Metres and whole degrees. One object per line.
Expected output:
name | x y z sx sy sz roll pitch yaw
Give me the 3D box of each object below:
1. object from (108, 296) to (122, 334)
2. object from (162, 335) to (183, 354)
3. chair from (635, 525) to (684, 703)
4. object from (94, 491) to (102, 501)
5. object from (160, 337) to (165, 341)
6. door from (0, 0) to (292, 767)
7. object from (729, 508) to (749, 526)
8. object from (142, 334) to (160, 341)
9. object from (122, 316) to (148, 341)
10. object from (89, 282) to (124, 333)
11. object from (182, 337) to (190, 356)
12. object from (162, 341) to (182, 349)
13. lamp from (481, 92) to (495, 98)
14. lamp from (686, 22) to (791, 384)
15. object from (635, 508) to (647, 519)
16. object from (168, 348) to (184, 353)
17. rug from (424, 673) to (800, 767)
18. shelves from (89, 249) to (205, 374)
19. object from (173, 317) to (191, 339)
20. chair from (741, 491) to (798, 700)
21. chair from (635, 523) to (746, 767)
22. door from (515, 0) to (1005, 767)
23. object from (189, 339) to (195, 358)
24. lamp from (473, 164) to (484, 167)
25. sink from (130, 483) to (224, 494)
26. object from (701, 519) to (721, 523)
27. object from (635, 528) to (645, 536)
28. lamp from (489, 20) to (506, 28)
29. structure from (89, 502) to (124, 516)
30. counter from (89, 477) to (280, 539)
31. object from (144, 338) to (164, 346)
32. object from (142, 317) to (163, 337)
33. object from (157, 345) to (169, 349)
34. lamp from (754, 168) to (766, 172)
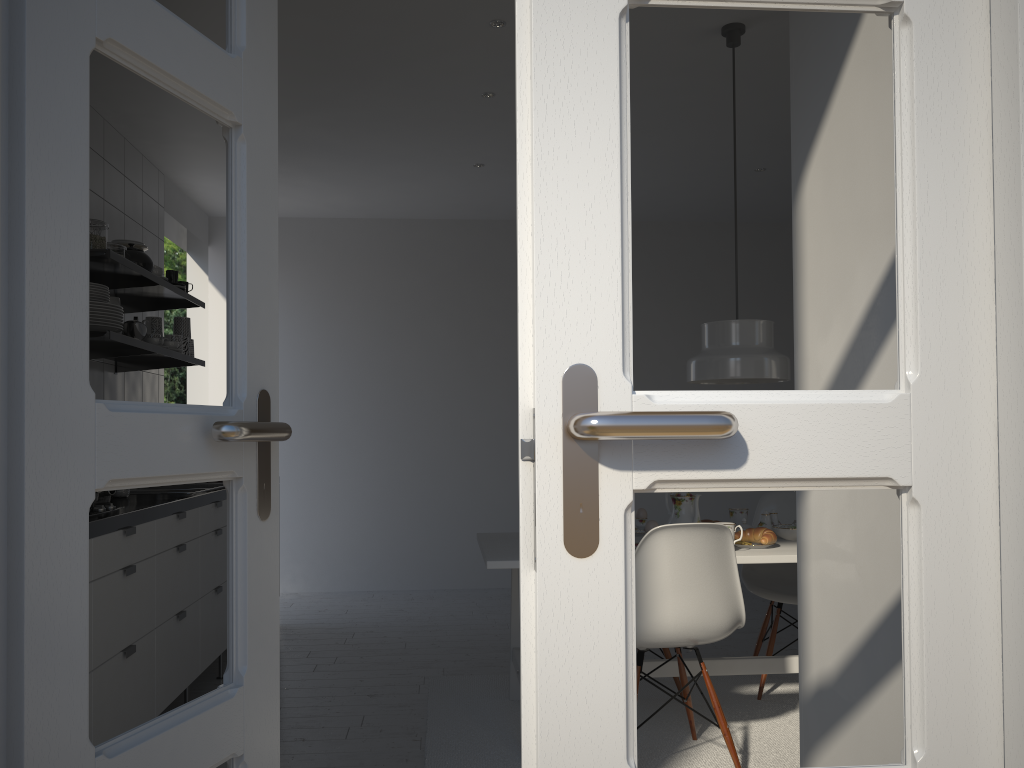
object | -1.711 -0.261 3.644 0.150 0.216 0.310 0 -3 -7
object | -1.584 -0.176 4.112 0.108 0.100 0.083 1 -3 -35
chair | 0.424 0.864 3.648 0.465 0.800 0.543 0 -2 -15
object | -1.374 0.330 2.692 0.232 0.060 0.352 1 -4 -26
object | -1.667 -0.171 4.190 0.108 0.100 0.083 1 -3 -35
door | -0.497 -0.030 1.261 0.156 2.324 0.602 -1 -1 15
object | 0.909 0.547 3.546 0.078 0.095 0.091 -2 -3 32
object | -1.652 -0.177 4.087 0.083 0.100 0.108 -2 -3 30
object | -1.555 -0.221 3.649 0.102 0.134 0.210 0 -3 -22
object | -1.613 -0.271 3.304 0.301 0.195 0.306 0 -3 0
object | -1.576 -0.170 4.215 0.083 0.100 0.108 0 -2 -15
object | -1.544 -0.165 3.996 0.083 0.047 0.079 -1 -3 8
lamp | -0.106 -1.295 3.941 0.064 0.030 0.064 0 -3 -12
lamp | 0.832 -0.670 3.297 0.373 1.322 0.373 -1 -1 27
object | 0.514 0.524 3.518 0.048 0.063 0.048 0 -2 0
object | -1.545 -0.144 3.996 0.121 0.021 0.121 0 -3 0
rug | 0.847 1.239 3.258 2.309 0.004 1.428 0 -3 -5
shelves | -1.621 -0.378 3.086 0.427 0.511 2.544 0 -3 -5
object | -1.578 -0.267 4.267 0.083 0.100 0.108 -2 -3 30
chair | 1.200 0.861 3.702 0.465 0.800 0.543 -1 -2 10
chair | 0.477 0.813 2.793 0.465 0.800 0.543 0 -2 -10
door | 0.308 -0.049 1.040 0.602 2.324 0.157 0 -1 -5
object | -1.582 -0.165 4.298 0.083 0.100 0.108 0 -2 -15
lamp | -0.187 -1.234 4.962 0.064 0.030 0.064 0 -3 -12
sink | -1.538 0.512 3.897 0.487 0.111 0.766 0 -3 -5
object | 0.755 0.553 3.449 0.161 0.057 0.124 -1 -3 10
object | 0.514 0.588 3.517 0.201 0.016 0.201 -1 -3 0
lamp | -0.053 -1.335 3.260 0.064 0.030 0.064 0 -3 -12
structure | -1.454 0.370 2.595 0.490 0.029 0.468 0 -3 -5
counter | -1.527 0.455 3.430 0.650 0.045 3.244 0 -3 -5
object | -1.558 -0.173 3.861 0.082 0.047 0.079 0 -3 -12
object | -1.723 -0.268 4.231 0.108 0.100 0.083 1 -3 -35
object | -1.559 -0.152 3.861 0.121 0.021 0.121 0 -3 -7
lamp | 1.425 -1.240 5.089 0.064 0.030 0.064 0 -3 -17
